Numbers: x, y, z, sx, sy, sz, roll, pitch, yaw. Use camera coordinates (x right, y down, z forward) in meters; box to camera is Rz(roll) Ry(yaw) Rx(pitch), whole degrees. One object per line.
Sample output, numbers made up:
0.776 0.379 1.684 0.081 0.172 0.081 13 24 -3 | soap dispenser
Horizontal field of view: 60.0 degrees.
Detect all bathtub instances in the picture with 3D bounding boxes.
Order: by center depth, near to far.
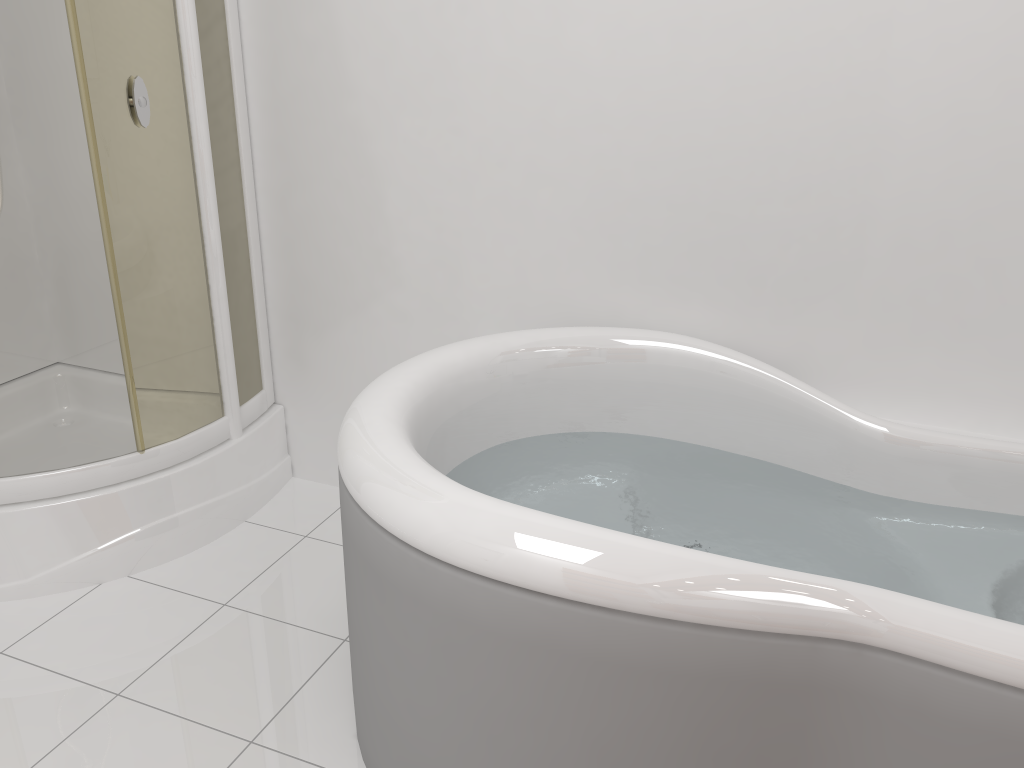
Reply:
0.591 0.403 1.604 1.863 0.674 1.055 9 23 20 | bathtub

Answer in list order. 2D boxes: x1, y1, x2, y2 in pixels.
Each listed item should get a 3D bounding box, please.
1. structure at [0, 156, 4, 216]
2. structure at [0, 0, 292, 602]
-1.303 -1.000 2.082 0.358 1.343 0.201 9 23 20 | structure
-1.233 -0.655 2.042 0.933 2.234 0.932 9 23 20 | structure
